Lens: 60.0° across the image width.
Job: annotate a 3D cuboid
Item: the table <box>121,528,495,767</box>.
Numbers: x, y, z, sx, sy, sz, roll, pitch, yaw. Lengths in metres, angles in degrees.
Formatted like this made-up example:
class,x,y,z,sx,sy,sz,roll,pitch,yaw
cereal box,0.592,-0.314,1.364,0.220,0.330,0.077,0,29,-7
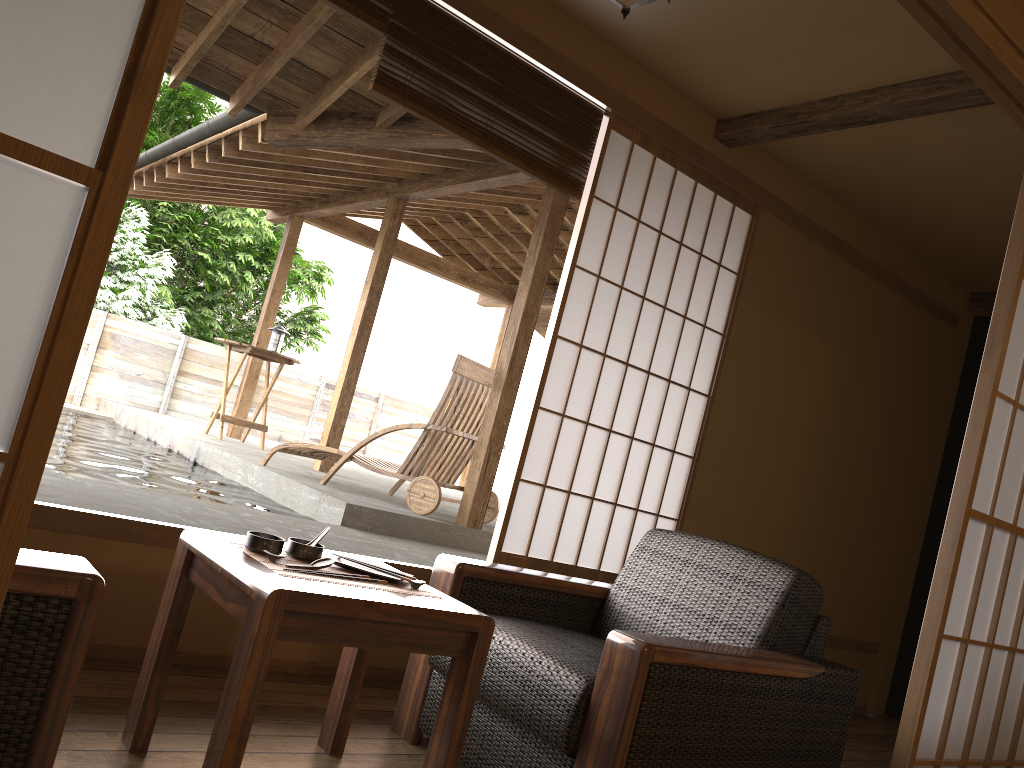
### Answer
class,x,y,z,sx,sy,sz,roll,pitch,yaw
table,-0.461,0.662,1.984,0.542,0.499,0.539,18,-6,-36

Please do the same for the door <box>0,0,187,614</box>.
class,x,y,z,sx,sy,sz,roll,pitch,yaw
door,-0.796,-0.303,0.639,0.995,1.931,0.040,18,-5,-36

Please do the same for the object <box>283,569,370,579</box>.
class,x,y,z,sx,sy,sz,roll,pitch,yaw
object,-0.397,0.408,1.913,0.006,0.007,0.231,10,-7,43

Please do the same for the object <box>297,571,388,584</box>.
class,x,y,z,sx,sy,sz,roll,pitch,yaw
object,-0.364,0.417,1.919,0.231,0.007,0.006,19,-7,-41

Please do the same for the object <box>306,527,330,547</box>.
class,x,y,z,sx,sy,sz,roll,pitch,yaw
object,-0.465,0.365,2.067,0.038,0.068,0.117,13,-5,19

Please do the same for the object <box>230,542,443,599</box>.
class,x,y,z,sx,sy,sz,roll,pitch,yaw
object,-0.396,0.421,2.002,0.402,0.003,0.300,19,-7,-36

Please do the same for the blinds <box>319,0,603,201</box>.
class,x,y,z,sx,sy,sz,roll,pitch,yaw
blinds,-0.398,-1.262,2.968,1.938,0.593,0.048,19,-6,-36

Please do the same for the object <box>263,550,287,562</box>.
class,x,y,z,sx,sy,sz,roll,pitch,yaw
object,-0.509,0.370,1.895,0.050,0.018,0.015,14,-5,5

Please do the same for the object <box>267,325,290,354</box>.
class,x,y,z,sx,sy,sz,roll,pitch,yaw
object,-1.850,-0.347,6.971,0.176,0.239,0.177,13,-5,22

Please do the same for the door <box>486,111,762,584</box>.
class,x,y,z,sx,sy,sz,roll,pitch,yaw
door,0.517,-0.042,3.717,0.995,1.870,0.040,18,-5,-36

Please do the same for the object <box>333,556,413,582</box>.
class,x,y,z,sx,sy,sz,roll,pitch,yaw
object,-0.330,0.437,2.077,0.181,0.015,0.131,14,-5,9

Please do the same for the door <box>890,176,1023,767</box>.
class,x,y,z,sx,sy,sz,roll,pitch,yaw
door,1.409,0.447,2.359,0.995,1.931,0.040,18,-5,-36

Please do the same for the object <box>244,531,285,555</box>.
class,x,y,z,sx,sy,sz,roll,pitch,yaw
object,-0.553,0.357,1.979,0.084,0.037,0.084,16,-5,-9

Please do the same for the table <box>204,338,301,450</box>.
class,x,y,z,sx,sy,sz,roll,pitch,yaw
table,-2.056,0.089,6.845,0.671,0.730,0.668,18,-6,-33

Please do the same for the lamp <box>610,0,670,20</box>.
class,x,y,z,sx,sy,sz,roll,pitch,yaw
lamp,0.375,-1.326,2.305,0.331,0.680,0.330,18,-6,-36

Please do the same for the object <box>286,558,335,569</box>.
class,x,y,z,sx,sy,sz,roll,pitch,yaw
object,-0.439,0.388,1.928,0.038,0.026,0.131,11,-7,38

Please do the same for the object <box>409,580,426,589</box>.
class,x,y,z,sx,sy,sz,roll,pitch,yaw
object,-0.221,0.460,2.037,0.015,0.018,0.050,11,-7,40

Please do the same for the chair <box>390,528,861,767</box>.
class,x,y,z,sx,sy,sz,roll,pitch,yaw
chair,0.327,0.783,2.534,0.946,0.778,0.871,18,-6,-36

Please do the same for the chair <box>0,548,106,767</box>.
class,x,y,z,sx,sy,sz,roll,pitch,yaw
chair,-1.197,0.264,1.345,0.946,0.778,0.871,18,-6,-36

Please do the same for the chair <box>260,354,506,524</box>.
class,x,y,z,sx,sy,sz,roll,pitch,yaw
chair,-0.665,0.225,5.060,1.224,0.850,0.679,12,-5,28

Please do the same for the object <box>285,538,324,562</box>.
class,x,y,z,sx,sy,sz,roll,pitch,yaw
object,-0.478,0.383,2.041,0.084,0.037,0.084,10,-7,45

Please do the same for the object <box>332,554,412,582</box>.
class,x,y,z,sx,sy,sz,roll,pitch,yaw
object,-0.329,0.424,2.060,0.230,0.007,0.006,12,-5,27

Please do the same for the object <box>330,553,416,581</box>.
class,x,y,z,sx,sy,sz,roll,pitch,yaw
object,-0.328,0.427,2.083,0.230,0.007,0.006,13,-5,19
